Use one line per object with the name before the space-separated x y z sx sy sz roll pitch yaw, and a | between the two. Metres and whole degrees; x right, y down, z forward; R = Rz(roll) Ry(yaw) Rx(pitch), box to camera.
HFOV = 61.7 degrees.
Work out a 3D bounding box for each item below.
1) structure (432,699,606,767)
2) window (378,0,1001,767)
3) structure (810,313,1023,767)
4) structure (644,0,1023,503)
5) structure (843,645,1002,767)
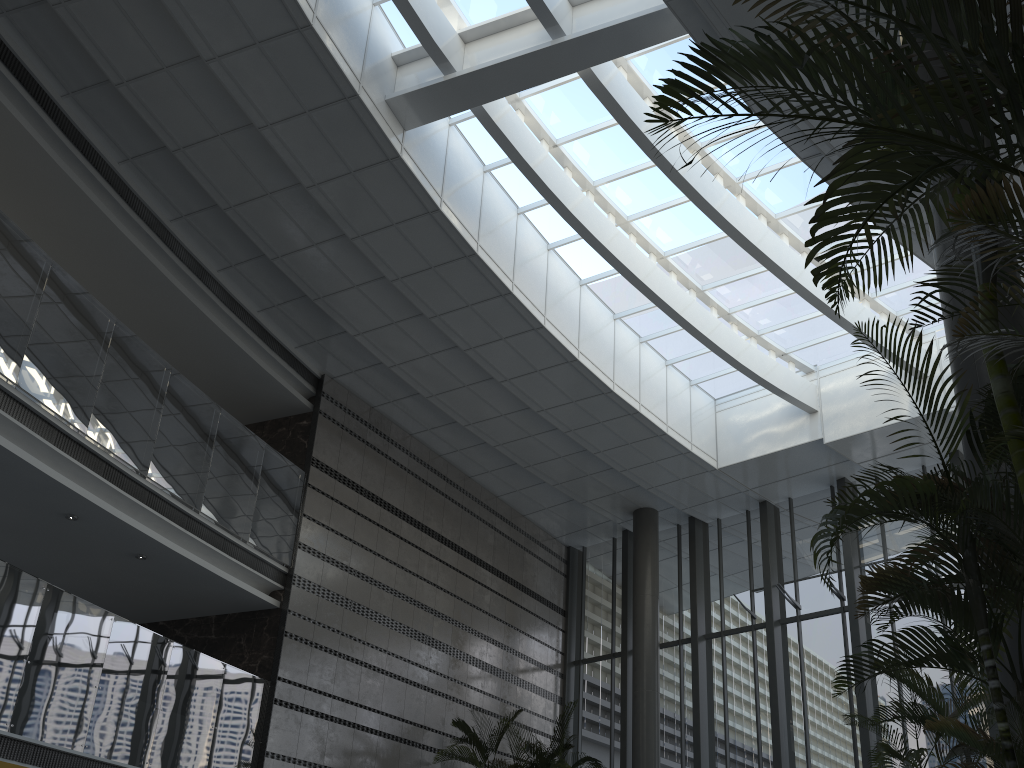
structure | 0.074 6.705 12.108 2.594 4.175 2.651 -20 -34 39
window | 0.223 1.051 7.876 19.917 9.031 14.215 26 -37 -33
structure | 2.078 1.427 3.256 1.640 3.343 2.285 -7 -28 21
structure | 1.466 -0.040 1.822 2.421 4.175 2.834 -5 -27 18
structure | 3.062 3.319 5.850 1.405 3.102 1.362 -7 -27 22
